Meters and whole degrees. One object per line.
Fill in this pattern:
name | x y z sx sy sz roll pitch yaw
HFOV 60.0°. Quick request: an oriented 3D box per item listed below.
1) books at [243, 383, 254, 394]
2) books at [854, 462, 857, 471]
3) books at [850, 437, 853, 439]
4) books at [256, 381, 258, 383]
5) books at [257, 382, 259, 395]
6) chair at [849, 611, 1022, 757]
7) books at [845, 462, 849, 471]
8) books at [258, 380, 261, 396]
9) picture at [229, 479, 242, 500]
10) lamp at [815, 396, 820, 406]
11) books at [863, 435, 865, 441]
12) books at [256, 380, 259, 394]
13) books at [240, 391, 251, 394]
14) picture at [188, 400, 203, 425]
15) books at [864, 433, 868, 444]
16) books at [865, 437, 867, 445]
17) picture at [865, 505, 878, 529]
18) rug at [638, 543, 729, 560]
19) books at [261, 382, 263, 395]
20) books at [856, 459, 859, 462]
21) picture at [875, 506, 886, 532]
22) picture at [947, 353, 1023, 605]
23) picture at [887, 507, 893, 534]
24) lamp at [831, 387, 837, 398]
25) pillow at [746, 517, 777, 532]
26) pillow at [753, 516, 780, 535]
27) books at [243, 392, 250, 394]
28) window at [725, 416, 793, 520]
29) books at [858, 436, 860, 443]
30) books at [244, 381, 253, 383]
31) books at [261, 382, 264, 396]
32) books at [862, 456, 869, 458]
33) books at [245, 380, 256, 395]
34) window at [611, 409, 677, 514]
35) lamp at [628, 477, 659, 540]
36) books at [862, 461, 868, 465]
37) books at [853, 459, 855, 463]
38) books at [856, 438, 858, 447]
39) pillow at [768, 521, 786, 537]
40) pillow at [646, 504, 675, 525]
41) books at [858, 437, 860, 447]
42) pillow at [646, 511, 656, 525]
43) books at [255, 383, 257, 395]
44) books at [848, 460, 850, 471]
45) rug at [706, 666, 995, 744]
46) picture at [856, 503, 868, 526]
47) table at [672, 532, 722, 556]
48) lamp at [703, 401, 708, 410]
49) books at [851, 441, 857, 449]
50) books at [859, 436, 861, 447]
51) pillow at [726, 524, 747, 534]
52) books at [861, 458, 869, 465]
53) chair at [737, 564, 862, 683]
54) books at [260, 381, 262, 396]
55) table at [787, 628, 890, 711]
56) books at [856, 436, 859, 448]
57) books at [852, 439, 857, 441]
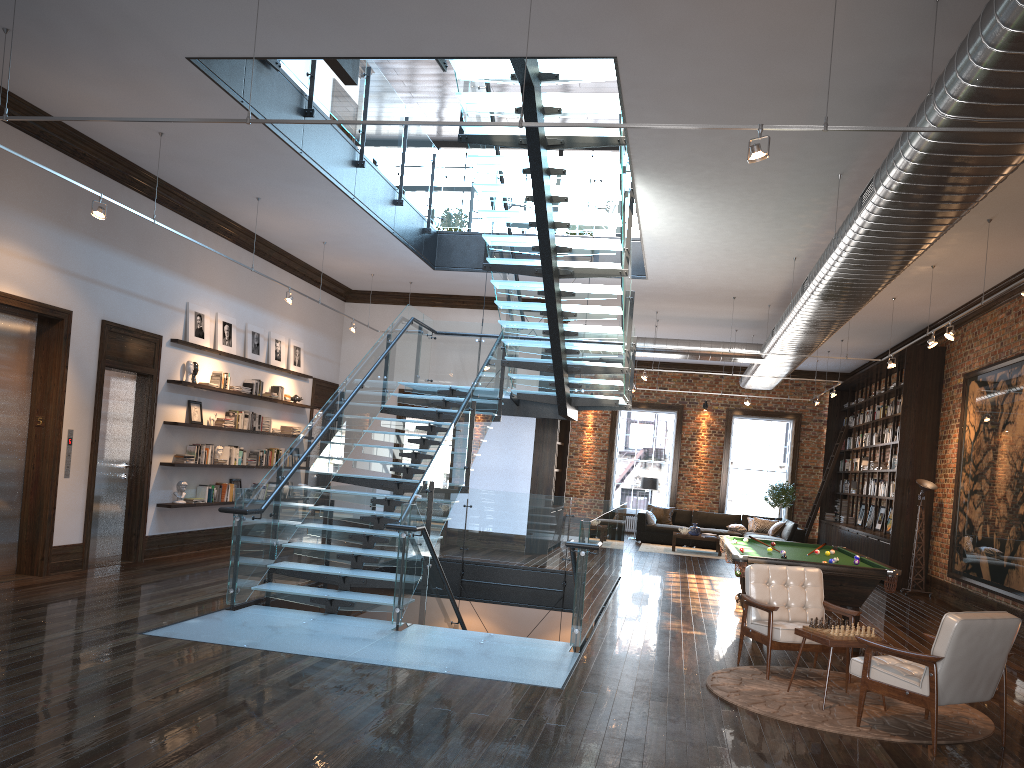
books | -3.755 0.065 12.624 0.166 0.161 0.037 4 -1 11
books | 7.724 1.841 19.709 0.235 0.202 0.046 4 -1 11
books | 7.960 1.394 20.643 0.183 0.292 0.006 4 0 11
books | -3.742 0.053 12.752 0.153 0.211 0.024 4 0 11
books | -3.725 0.065 12.829 0.131 0.203 0.014 4 0 11
chair | 2.698 1.841 5.705 0.771 0.864 0.741 6 -3 -29
books | 7.903 1.931 20.672 0.231 0.224 0.024 4 0 11
books | -3.720 0.055 12.842 0.162 0.225 0.011 4 0 11
picture | -3.930 1.502 12.637 0.077 0.299 0.301 5 -3 11
lamp | 6.665 0.360 19.317 0.114 0.230 0.113 6 -2 -40
books | 7.710 1.256 19.287 0.178 0.285 0.088 4 -1 11
books | -3.731 0.052 12.768 0.155 0.217 0.011 4 0 11
books | -3.809 0.112 12.469 0.140 0.011 0.287 4 -5 12
picture | -4.072 0.369 11.417 0.077 0.299 0.301 5 -3 11
books | 7.664 1.214 19.022 0.183 0.313 0.013 5 0 11
books | 7.649 1.254 18.945 0.182 0.217 0.034 4 0 11
picture | 7.490 2.765 18.472 0.112 0.497 0.509 5 -3 11
rug | 3.693 3.498 18.506 2.019 0.003 2.124 4 -5 11
books | -3.706 0.069 12.889 0.147 0.209 0.024 4 0 11
books | 7.759 1.817 19.747 0.177 0.263 0.042 4 0 11
picture | 7.337 2.678 17.643 0.112 0.497 0.509 5 -3 11
picture | 6.291 1.187 11.508 0.080 2.996 3.214 5 -3 11
picture | 7.179 2.588 16.785 0.112 0.497 0.509 5 -3 11
lamp | 6.300 0.153 17.344 0.114 0.230 0.114 5 -1 -13
pillow | 5.671 3.222 20.095 0.702 0.337 0.271 4 -2 11
pillow | 5.713 3.182 19.905 0.610 0.361 0.289 4 -2 15
books | -3.808 0.122 12.469 0.142 0.011 0.256 4 -5 9
window | 6.200 2.214 22.365 1.518 2.749 0.155 5 0 11
books | 7.806 1.304 19.743 0.174 0.285 0.091 4 -1 11
books | -3.766 0.055 12.651 0.126 0.184 0.042 4 -1 11
books | -3.706 0.069 12.923 0.162 0.214 0.023 4 0 11
books | 7.693 1.736 19.288 0.161 0.331 0.006 5 0 11
books | -3.745 0.047 12.680 0.156 0.208 0.022 4 0 11
window | 3.397 2.026 22.887 1.518 2.749 0.155 5 0 11
lamp | 3.022 2.892 20.530 0.685 1.464 0.421 4 -1 40
books | 7.671 1.778 19.217 0.147 0.232 0.036 4 0 11
books | 7.818 1.843 20.113 0.185 0.285 0.036 4 0 11
books | 7.834 1.328 19.919 0.174 0.279 0.128 4 -1 11
pillow | 5.791 3.179 19.414 0.313 0.354 0.632 4 -4 10
pillow | 3.417 3.029 20.554 0.700 0.439 0.306 4 -2 11
books | 7.775 1.309 19.662 0.174 0.256 0.027 4 0 11
pillow | 3.170 3.052 20.204 0.243 0.304 0.576 4 -4 12
books | -3.733 0.065 12.703 0.166 0.180 0.028 4 0 11
books | 7.917 1.906 20.598 0.180 0.263 0.015 4 0 11
rug | 2.429 2.313 6.511 1.967 0.015 1.980 4 -5 12
picture | 7.669 2.866 19.437 0.112 0.497 0.509 5 -3 11
table | 3.874 3.348 18.605 0.999 0.345 1.005 4 -5 11
lamp | 4.853 0.544 22.240 0.126 0.236 0.155 5 -2 11
books | 7.909 1.412 20.406 0.185 0.210 0.069 4 -1 11
books | 7.787 1.294 19.639 0.158 0.283 0.015 5 0 11
pillow | 5.060 3.259 19.994 0.409 0.203 0.613 4 -5 9
books | 7.665 1.755 19.272 0.188 0.287 0.013 4 0 11
chair | 2.330 1.947 7.224 0.769 0.864 0.742 5 -2 -9
books | -3.710 0.061 12.856 0.166 0.218 0.021 4 0 11
table | 2.356 2.059 6.409 0.517 0.494 0.463 5 -3 -14
books | 7.821 1.319 19.860 0.174 0.282 0.113 4 -1 11
books | 7.922 1.395 20.425 0.166 0.249 0.079 4 -1 11
